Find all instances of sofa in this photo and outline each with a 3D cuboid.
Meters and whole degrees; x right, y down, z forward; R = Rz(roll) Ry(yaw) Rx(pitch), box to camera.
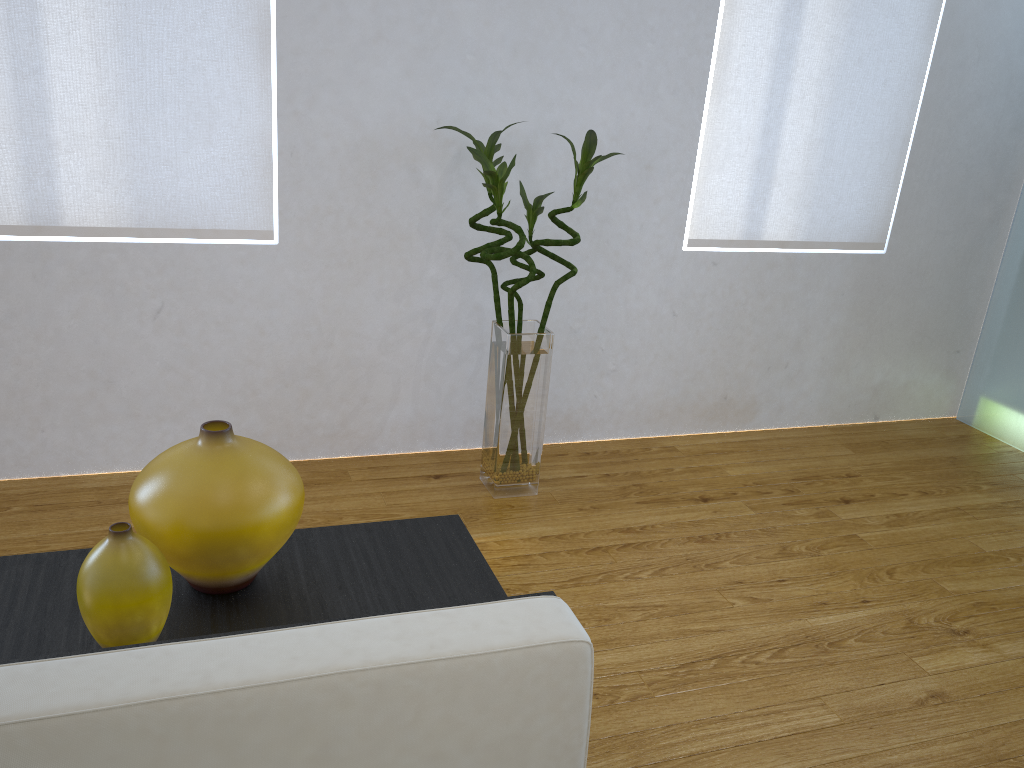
[{"bbox_3d":[0.708,0.806,0.259,9.718,0.686,5.284,-2,21,-20],"label":"sofa"}]

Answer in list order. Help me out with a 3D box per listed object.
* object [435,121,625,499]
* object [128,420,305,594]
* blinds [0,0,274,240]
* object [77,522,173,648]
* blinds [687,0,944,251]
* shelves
[{"bbox_3d":[-0.024,-0.187,2.358,0.378,0.991,0.481,22,27,38],"label":"object"},{"bbox_3d":[-0.369,0.152,1.117,0.207,0.218,0.205,12,22,19],"label":"object"},{"bbox_3d":[-0.886,-1.350,1.784,0.761,2.133,0.007,-3,22,-20],"label":"blinds"},{"bbox_3d":[-0.425,0.228,0.974,0.095,0.162,0.095,12,22,19],"label":"object"},{"bbox_3d":[0.978,-1.425,2.461,0.761,2.134,0.007,-3,22,-20],"label":"blinds"},{"bbox_3d":[-0.386,0.487,1.179,0.729,0.456,0.346,-3,22,-20],"label":"shelves"}]
